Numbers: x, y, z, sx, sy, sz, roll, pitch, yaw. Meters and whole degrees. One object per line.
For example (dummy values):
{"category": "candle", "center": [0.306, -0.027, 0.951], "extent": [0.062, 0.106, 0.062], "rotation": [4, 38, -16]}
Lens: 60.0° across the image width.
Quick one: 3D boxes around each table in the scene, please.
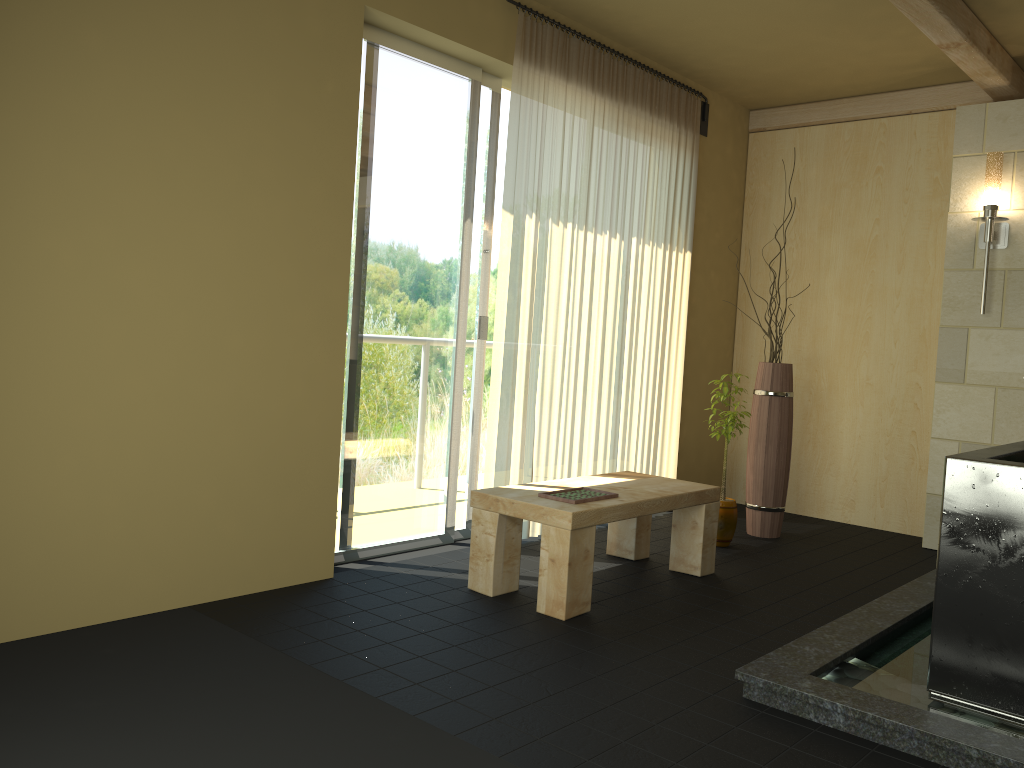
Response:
{"category": "table", "center": [0.385, 0.648, 3.822], "extent": [0.514, 0.400, 1.124], "rotation": [6, 4, 41]}

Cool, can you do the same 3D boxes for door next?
{"category": "door", "center": [-0.459, -0.367, 4.089], "extent": [0.063, 2.332, 1.037], "rotation": [5, 3, 40]}

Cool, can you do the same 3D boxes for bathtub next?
{"category": "bathtub", "center": [2.375, 0.380, 3.069], "extent": [1.068, 1.161, 2.131], "rotation": [6, 3, 41]}

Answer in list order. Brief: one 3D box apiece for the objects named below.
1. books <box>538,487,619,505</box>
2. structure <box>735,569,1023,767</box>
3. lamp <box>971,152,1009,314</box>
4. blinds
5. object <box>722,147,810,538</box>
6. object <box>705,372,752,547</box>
{"category": "books", "center": [0.269, 0.447, 3.560], "extent": [0.182, 0.014, 0.294], "rotation": [6, 4, 41]}
{"category": "structure", "center": [2.643, 1.127, 3.402], "extent": [1.974, 0.635, 3.800], "rotation": [6, 4, 41]}
{"category": "lamp", "center": [2.491, -0.782, 4.628], "extent": [0.176, 0.837, 0.188], "rotation": [5, 3, 41]}
{"category": "blinds", "center": [0.542, -0.505, 4.876], "extent": [0.064, 2.579, 1.944], "rotation": [5, 3, 40]}
{"category": "object", "center": [1.418, -0.234, 5.038], "extent": [0.468, 2.179, 0.463], "rotation": [4, 2, 2]}
{"category": "object", "center": [1.117, 0.385, 4.680], "extent": [0.242, 0.929, 0.266], "rotation": [3, 2, -11]}
